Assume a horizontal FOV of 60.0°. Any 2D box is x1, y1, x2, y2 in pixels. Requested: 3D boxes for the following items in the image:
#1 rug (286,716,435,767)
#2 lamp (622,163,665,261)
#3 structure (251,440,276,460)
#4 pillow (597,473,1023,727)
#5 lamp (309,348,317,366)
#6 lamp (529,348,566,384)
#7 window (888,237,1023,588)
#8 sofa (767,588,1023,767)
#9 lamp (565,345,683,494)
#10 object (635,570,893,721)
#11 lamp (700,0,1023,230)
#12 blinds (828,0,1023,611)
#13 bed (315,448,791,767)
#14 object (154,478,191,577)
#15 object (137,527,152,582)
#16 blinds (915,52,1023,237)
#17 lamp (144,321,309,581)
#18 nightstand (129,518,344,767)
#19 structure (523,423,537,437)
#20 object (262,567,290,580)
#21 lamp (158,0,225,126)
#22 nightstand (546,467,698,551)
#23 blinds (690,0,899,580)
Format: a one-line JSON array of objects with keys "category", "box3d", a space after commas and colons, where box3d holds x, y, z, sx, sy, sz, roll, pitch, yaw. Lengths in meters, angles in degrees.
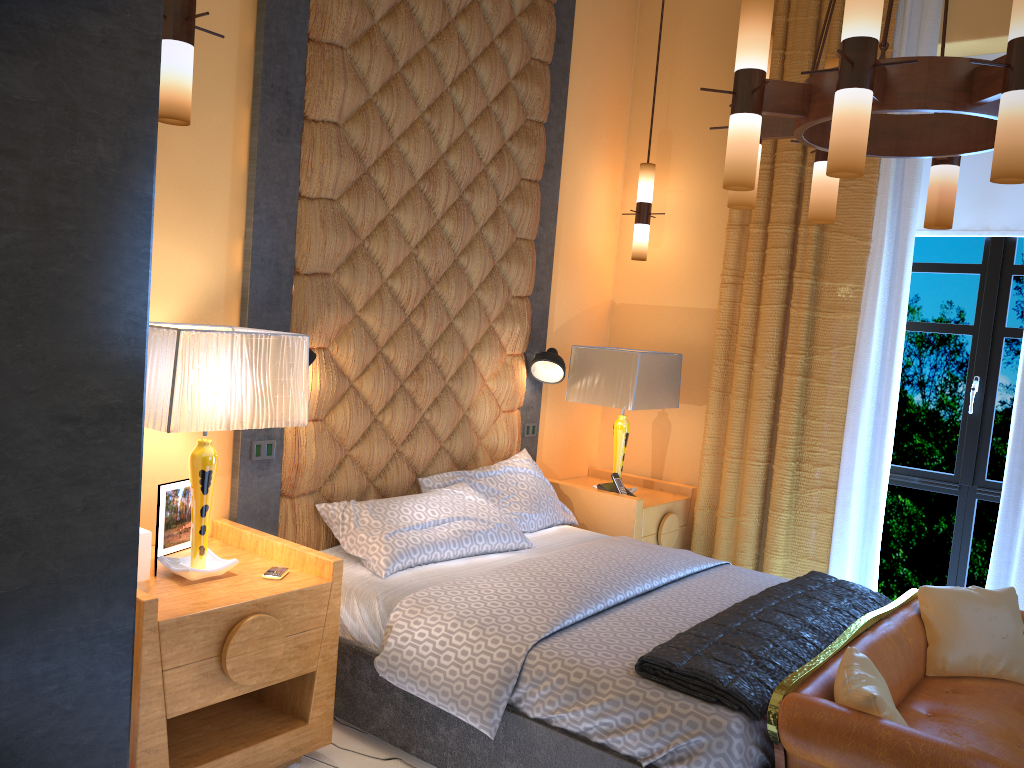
[{"category": "rug", "box3d": [0.879, 1.407, 2.886, 3.697, 0.016, 3.386, 8, 5, 38]}, {"category": "lamp", "box3d": [0.737, -0.962, 4.972, 0.199, 0.533, 0.199, 4, 5, -7]}, {"category": "structure", "box3d": [-0.958, 0.254, 3.409, 0.016, 0.071, 0.103, 9, 6, 38]}, {"category": "pillow", "box3d": [1.217, 0.805, 3.600, 1.147, 0.408, 2.623, 4, 4, -11]}, {"category": "lamp", "box3d": [-0.842, -0.087, 3.318, 0.214, 0.190, 0.185, 3, 5, -24]}, {"category": "lamp", "box3d": [0.371, -0.068, 4.662, 0.568, 0.218, 0.231, 4, 5, -5]}, {"category": "window", "box3d": [2.299, -0.083, 4.325, 1.198, 3.006, 0.130, 9, 6, 38]}, {"category": "sofa", "box3d": [1.391, 1.135, 2.796, 0.649, 0.641, 1.614, 8, 5, 38]}, {"category": "lamp", "box3d": [0.591, 0.214, 4.796, 0.423, 0.804, 0.505, 9, 6, 38]}, {"category": "object", "box3d": [0.938, 0.835, 3.039, 0.404, 0.105, 1.460, 8, 5, 37]}, {"category": "lamp", "box3d": [1.198, -1.590, 2.447, 1.141, 2.172, 1.138, 2, 6, -30]}, {"category": "blinds", "box3d": [2.104, -0.628, 4.056, 2.047, 4.083, 0.236, 8, 6, 35]}, {"category": "bed", "box3d": [0.300, 0.851, 3.546, 2.103, 0.826, 1.888, 8, 5, 38]}, {"category": "object", "box3d": [-1.160, 0.468, 2.991, 0.077, 0.255, 0.385, 5, 4, -2]}, {"category": "object", "box3d": [-1.235, 0.499, 2.772, 0.172, 0.211, 0.130, 8, 6, 38]}, {"category": "blinds", "box3d": [2.380, -1.140, 4.219, 1.198, 0.875, 0.013, 8, 6, 38]}, {"category": "lamp", "box3d": [-0.992, 0.219, 2.844, 0.423, 0.804, 0.505, 9, 6, 38]}, {"category": "nightstand", "box3d": [-1.061, 0.896, 2.897, 0.719, 0.701, 0.708, 8, 6, 38]}, {"category": "structure", "box3d": [0.095, 0.247, 4.756, 0.016, 0.071, 0.103, 9, 6, 38]}, {"category": "object", "box3d": [-0.780, 0.627, 2.932, 0.064, 0.018, 0.111, 5, 4, 3]}, {"category": "lamp", "box3d": [-0.867, -0.950, 2.300, 0.199, 0.533, 0.199, 4, 5, -7]}, {"category": "nightstand", "box3d": [0.552, 0.890, 4.961, 0.719, 0.691, 0.680, 8, 6, 38]}, {"category": "blinds", "box3d": [2.085, -0.646, 3.966, 2.447, 4.154, 0.134, 9, 6, 38]}]
